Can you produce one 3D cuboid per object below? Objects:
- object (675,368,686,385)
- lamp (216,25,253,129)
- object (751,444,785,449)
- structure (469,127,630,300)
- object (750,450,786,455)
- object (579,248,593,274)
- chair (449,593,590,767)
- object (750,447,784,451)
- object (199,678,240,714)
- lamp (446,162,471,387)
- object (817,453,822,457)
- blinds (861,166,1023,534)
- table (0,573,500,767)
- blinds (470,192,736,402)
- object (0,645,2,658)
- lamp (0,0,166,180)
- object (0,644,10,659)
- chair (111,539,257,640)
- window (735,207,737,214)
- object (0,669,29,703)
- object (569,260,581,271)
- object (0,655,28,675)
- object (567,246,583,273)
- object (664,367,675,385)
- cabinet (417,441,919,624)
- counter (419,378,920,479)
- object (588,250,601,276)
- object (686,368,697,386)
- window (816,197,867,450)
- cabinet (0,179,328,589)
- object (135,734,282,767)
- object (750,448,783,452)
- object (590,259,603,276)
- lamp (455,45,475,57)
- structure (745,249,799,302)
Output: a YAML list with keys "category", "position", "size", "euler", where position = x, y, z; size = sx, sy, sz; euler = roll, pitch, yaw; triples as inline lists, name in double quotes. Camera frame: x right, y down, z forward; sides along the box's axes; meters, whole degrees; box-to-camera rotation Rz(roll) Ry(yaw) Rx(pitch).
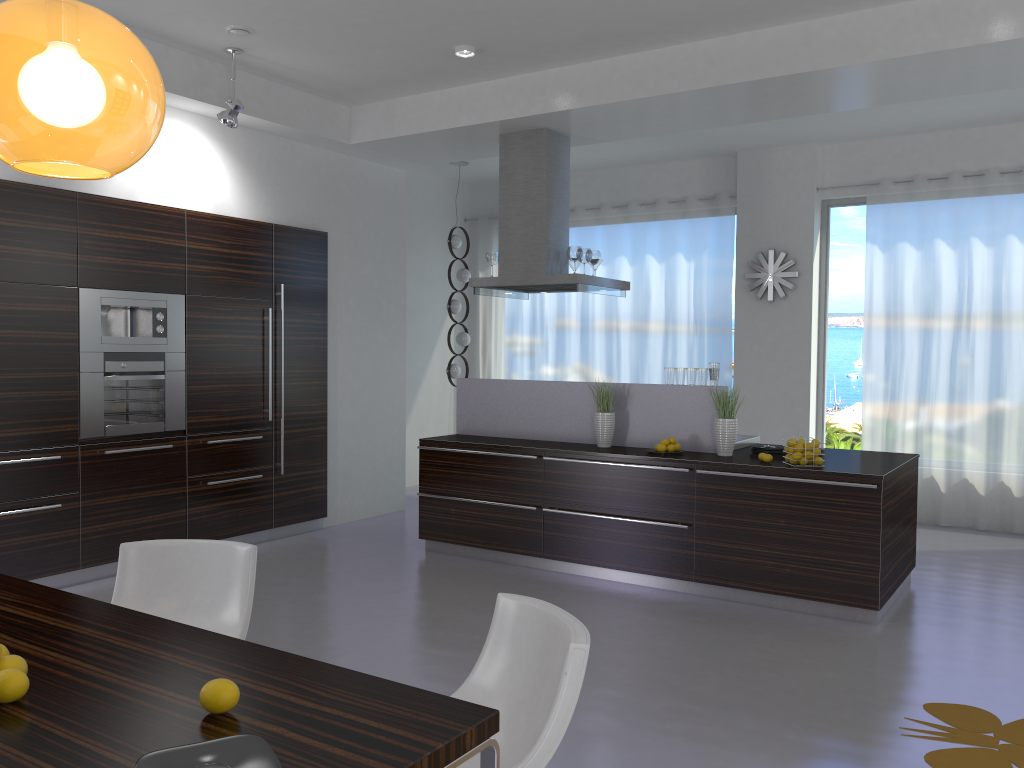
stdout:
- category: "object"
  position: [1.159, -0.052, 6.107]
  size: [0.071, 0.119, 0.072]
  euler: [0, 2, -17]
- category: "lamp"
  position: [-1.790, -1.953, 5.723]
  size: [0.171, 0.511, 0.605]
  euler: [0, 2, -25]
- category: "object"
  position: [1.635, 0.356, 6.124]
  size: [0.269, 0.147, 0.646]
  euler: [-1, 3, -32]
- category: "structure"
  position: [0.321, -1.328, 7.168]
  size: [0.981, 1.231, 0.915]
  euler: [2, 3, 33]
- category: "object"
  position: [1.735, 0.457, 5.968]
  size: [0.232, 0.020, 0.232]
  euler: [2, 3, 41]
- category: "object"
  position: [0.564, -0.940, 6.909]
  size: [0.125, 0.221, 0.125]
  euler: [-1, 3, -32]
- category: "chair"
  position: [-0.127, 1.035, 2.382]
  size: [0.620, 0.805, 0.508]
  euler: [0, 2, -22]
- category: "object"
  position: [1.735, 0.437, 5.968]
  size: [0.232, 0.020, 0.232]
  euler: [2, 3, 36]
- category: "object"
  position: [-0.598, 0.638, 1.814]
  size: [0.083, 0.068, 0.070]
  euler: [2, 3, 37]
- category: "lamp"
  position: [-0.566, -1.153, 9.431]
  size: [0.180, 2.370, 0.367]
  euler: [2, 2, 26]
- category: "object"
  position: [1.963, 0.440, 5.833]
  size: [0.153, 0.069, 0.153]
  euler: [1, 2, 6]
- category: "blinds"
  position: [4.427, -0.275, 7.439]
  size: [2.830, 3.112, 0.120]
  euler: [2, 3, 33]
- category: "table"
  position: [-1.192, 1.053, 1.939]
  size: [2.046, 0.783, 1.127]
  euler: [2, 3, 33]
- category: "blinds"
  position: [0.843, -0.399, 9.750]
  size: [3.245, 3.112, 0.120]
  euler: [2, 3, 33]
- category: "object"
  position: [-1.149, 0.583, 1.922]
  size: [0.083, 0.068, 0.070]
  euler: [2, 3, 37]
- category: "lamp"
  position: [-0.832, -1.219, 1.629]
  size: [0.358, 1.645, 0.359]
  euler: [3, 3, 44]
- category: "object"
  position: [-1.175, 0.620, 1.983]
  size: [0.076, 0.080, 0.094]
  euler: [2, 3, 34]
- category: "chair"
  position: [-1.214, 0.998, 3.094]
  size: [0.508, 0.805, 0.620]
  euler: [1, 2, 3]
- category: "window"
  position: [1.102, -0.587, 9.843]
  size: [3.000, 2.500, 0.100]
  euler: [2, 3, 33]
- category: "object"
  position: [-1.055, 0.632, 1.858]
  size: [0.083, 0.068, 0.070]
  euler: [2, 3, 37]
- category: "object"
  position: [0.521, -0.935, 7.376]
  size: [0.137, 0.174, 0.137]
  euler: [0, 2, -2]
- category: "object"
  position: [-1.097, 0.629, 1.935]
  size: [0.070, 0.068, 0.083]
  euler: [1, 2, 2]
- category: "object"
  position: [0.479, -0.936, 6.776]
  size: [0.125, 0.221, 0.125]
  euler: [-1, 3, -32]
- category: "object"
  position: [1.091, -0.054, 6.151]
  size: [0.072, 0.119, 0.071]
  euler: [0, 2, -7]
- category: "cabinet"
  position: [1.020, 0.871, 6.364]
  size: [3.285, 0.852, 1.377]
  euler: [2, 3, 33]
- category: "counter"
  position: [1.030, 0.647, 6.364]
  size: [3.291, 1.300, 1.302]
  euler: [2, 3, 33]
- category: "object"
  position: [0.644, -0.944, 7.032]
  size: [0.125, 0.221, 0.125]
  euler: [-1, 3, -32]
- category: "object"
  position: [1.227, -0.050, 6.063]
  size: [0.071, 0.119, 0.072]
  euler: [0, 2, -17]
- category: "window"
  position: [4.253, -0.478, 7.811]
  size: [3.000, 2.500, 0.100]
  euler: [2, 3, 33]
- category: "cabinet"
  position: [-2.767, 0.019, 6.109]
  size: [0.669, 2.500, 3.600]
  euler: [2, 3, 33]
- category: "object"
  position: [-0.528, 0.676, 1.544]
  size: [0.232, 0.020, 0.232]
  euler: [-1, 3, -29]
- category: "object"
  position: [1.735, 0.447, 5.968]
  size: [0.232, 0.020, 0.232]
  euler: [2, 3, 41]
- category: "object"
  position: [0.680, -0.930, 7.273]
  size: [0.137, 0.174, 0.137]
  euler: [0, 2, -2]
- category: "lamp"
  position: [-0.308, -2.181, 5.816]
  size: [0.132, 0.035, 0.132]
  euler: [1, 2, 5]
- category: "structure"
  position: [2.494, -1.045, 8.526]
  size: [0.505, 0.505, 0.076]
  euler: [2, 3, 33]
